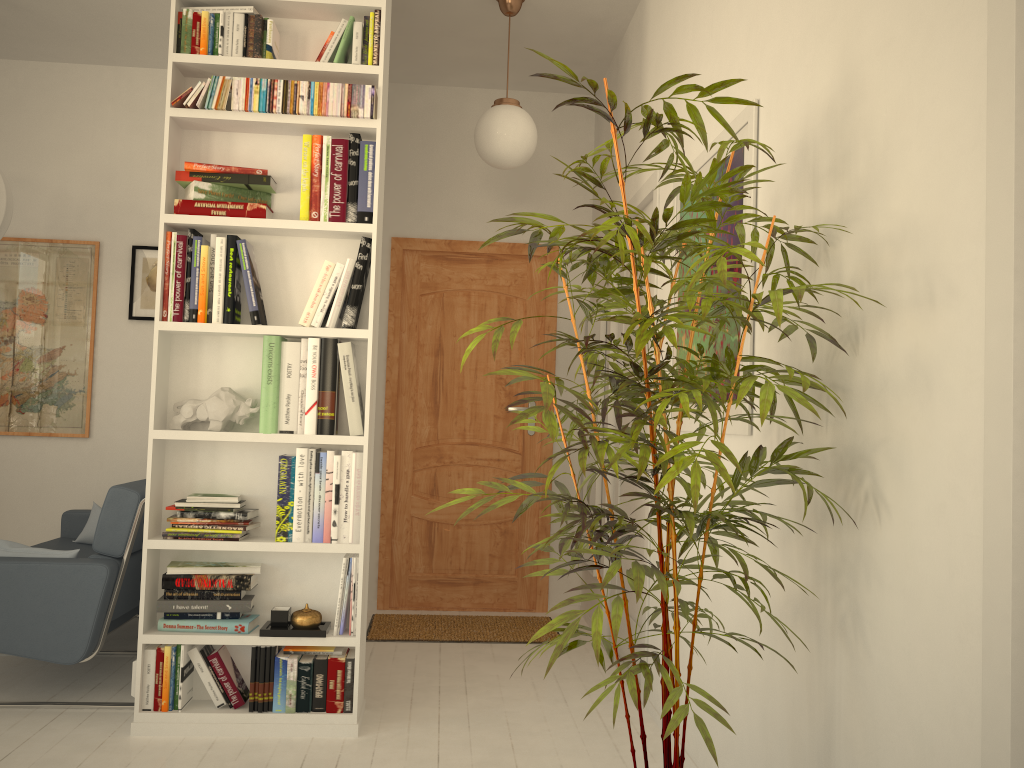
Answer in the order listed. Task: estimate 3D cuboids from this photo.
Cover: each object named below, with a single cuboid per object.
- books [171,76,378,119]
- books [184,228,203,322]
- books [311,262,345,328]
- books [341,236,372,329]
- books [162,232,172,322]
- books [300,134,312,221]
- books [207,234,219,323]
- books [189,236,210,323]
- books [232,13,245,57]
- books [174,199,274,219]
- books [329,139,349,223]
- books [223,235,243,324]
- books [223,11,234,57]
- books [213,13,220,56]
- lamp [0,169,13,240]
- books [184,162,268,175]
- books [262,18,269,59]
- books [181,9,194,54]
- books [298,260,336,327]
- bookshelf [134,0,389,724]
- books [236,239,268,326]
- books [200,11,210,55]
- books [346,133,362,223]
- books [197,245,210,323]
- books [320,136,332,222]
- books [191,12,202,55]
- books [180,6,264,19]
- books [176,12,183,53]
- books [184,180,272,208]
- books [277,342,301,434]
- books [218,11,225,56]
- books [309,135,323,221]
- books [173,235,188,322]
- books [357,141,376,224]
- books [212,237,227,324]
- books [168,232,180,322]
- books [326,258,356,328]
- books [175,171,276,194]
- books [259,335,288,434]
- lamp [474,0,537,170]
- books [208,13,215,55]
[{"bbox_3d":[-0.803,-0.955,3.091,0.664,0.110,0.278,2,-2,-4],"label":"books"},{"bbox_3d":[-1.082,-0.357,3.036,0.021,0.317,0.179,2,-3,-4],"label":"books"},{"bbox_3d":[-0.625,-0.297,3.053,0.105,0.225,0.138,2,-3,-4],"label":"books"},{"bbox_3d":[-0.530,-0.338,3.078,0.092,0.319,0.179,2,-3,-4],"label":"books"},{"bbox_3d":[-1.152,-0.351,3.044,0.021,0.301,0.222,2,-3,-4],"label":"books"},{"bbox_3d":[-0.706,-0.693,3.098,0.032,0.300,0.200,2,-3,-4],"label":"books"},{"bbox_3d":[-1.008,-0.345,3.050,0.020,0.304,0.193,2,-3,-4],"label":"books"},{"bbox_3d":[-1.057,-0.342,3.036,0.030,0.289,0.200,2,-3,-4],"label":"books"},{"bbox_3d":[-0.931,-1.166,3.084,0.035,0.158,0.199,2,-2,-4],"label":"books"},{"bbox_3d":[-0.978,-0.578,3.050,0.300,0.056,0.202,2,-2,-4],"label":"books"},{"bbox_3d":[-0.594,-0.682,3.088,0.059,0.291,0.182,2,-3,-4],"label":"books"},{"bbox_3d":[-0.948,-0.346,3.032,0.033,0.306,0.150,2,-3,-4],"label":"books"},{"bbox_3d":[-0.963,-1.169,3.089,0.028,0.160,0.222,2,-2,-4],"label":"books"},{"bbox_3d":[-1.002,-1.170,3.085,0.024,0.155,0.188,2,-2,-4],"label":"books"},{"bbox_3d":[-2.453,-1.164,3.846,0.536,1.229,0.536,0,-3,29],"label":"lamp"},{"bbox_3d":[-0.983,-0.717,3.070,0.266,0.026,0.203,2,-2,-15],"label":"books"},{"bbox_3d":[-0.844,-1.165,3.086,0.016,0.158,0.146,2,-2,-4],"label":"books"},{"bbox_3d":[-1.097,-1.175,3.065,0.034,0.162,0.197,2,-2,-4],"label":"books"},{"bbox_3d":[-0.660,-0.301,3.043,0.115,0.232,0.133,2,-3,-4],"label":"books"},{"bbox_3d":[-0.825,-0.303,3.064,0.710,2.901,0.249,2,-3,-4],"label":"bookshelf"},{"bbox_3d":[-0.885,-0.335,3.049,0.093,0.288,0.200,2,-3,-4],"label":"books"},{"bbox_3d":[-1.038,-1.170,3.067,0.023,0.152,0.199,2,-2,-4],"label":"books"},{"bbox_3d":[-0.547,-0.693,3.093,0.039,0.317,0.161,2,-3,-4],"label":"books"},{"bbox_3d":[-1.030,-0.325,3.030,0.024,0.260,0.199,2,-3,-4],"label":"books"},{"bbox_3d":[-0.637,-0.688,3.092,0.029,0.301,0.185,2,-3,-4],"label":"books"},{"bbox_3d":[-1.066,-1.169,3.070,0.030,0.149,0.202,2,-2,-4],"label":"books"},{"bbox_3d":[-0.988,-1.260,3.089,0.255,0.022,0.189,2,-2,6],"label":"books"},{"bbox_3d":[-1.126,-1.173,3.087,0.019,0.156,0.205,2,-2,-4],"label":"books"},{"bbox_3d":[-0.979,-0.636,3.062,0.268,0.064,0.128,3,-3,-34],"label":"books"},{"bbox_3d":[-0.749,0.019,3.048,0.065,0.311,0.199,2,-3,-4],"label":"books"},{"bbox_3d":[-0.983,-1.169,3.071,0.012,0.155,0.208,2,-2,-4],"label":"books"},{"bbox_3d":[-0.670,-0.690,3.095,0.039,0.302,0.199,2,-3,-4],"label":"books"},{"bbox_3d":[-1.108,-0.345,3.033,0.032,0.291,0.203,2,-3,-4],"label":"books"},{"bbox_3d":[-0.500,-0.677,3.094,0.054,0.289,0.179,2,-3,-4],"label":"books"},{"bbox_3d":[-0.981,-0.340,3.037,0.032,0.291,0.189,2,-3,-4],"label":"books"},{"bbox_3d":[-1.133,-0.350,3.039,0.015,0.301,0.207,2,-3,-4],"label":"books"},{"bbox_3d":[-0.583,-0.301,3.079,0.092,0.244,0.196,2,-3,-4],"label":"books"},{"bbox_3d":[-0.976,-0.687,3.077,0.314,0.035,0.205,2,-2,-4],"label":"books"},{"bbox_3d":[-0.810,0.006,3.041,0.056,0.328,0.228,2,-3,-4],"label":"books"},{"bbox_3d":[-0.019,-1.314,3.852,0.275,0.768,0.275,2,-3,-10],"label":"lamp"},{"bbox_3d":[-1.021,-1.168,3.083,0.013,0.149,0.208,2,-2,-4],"label":"books"}]
